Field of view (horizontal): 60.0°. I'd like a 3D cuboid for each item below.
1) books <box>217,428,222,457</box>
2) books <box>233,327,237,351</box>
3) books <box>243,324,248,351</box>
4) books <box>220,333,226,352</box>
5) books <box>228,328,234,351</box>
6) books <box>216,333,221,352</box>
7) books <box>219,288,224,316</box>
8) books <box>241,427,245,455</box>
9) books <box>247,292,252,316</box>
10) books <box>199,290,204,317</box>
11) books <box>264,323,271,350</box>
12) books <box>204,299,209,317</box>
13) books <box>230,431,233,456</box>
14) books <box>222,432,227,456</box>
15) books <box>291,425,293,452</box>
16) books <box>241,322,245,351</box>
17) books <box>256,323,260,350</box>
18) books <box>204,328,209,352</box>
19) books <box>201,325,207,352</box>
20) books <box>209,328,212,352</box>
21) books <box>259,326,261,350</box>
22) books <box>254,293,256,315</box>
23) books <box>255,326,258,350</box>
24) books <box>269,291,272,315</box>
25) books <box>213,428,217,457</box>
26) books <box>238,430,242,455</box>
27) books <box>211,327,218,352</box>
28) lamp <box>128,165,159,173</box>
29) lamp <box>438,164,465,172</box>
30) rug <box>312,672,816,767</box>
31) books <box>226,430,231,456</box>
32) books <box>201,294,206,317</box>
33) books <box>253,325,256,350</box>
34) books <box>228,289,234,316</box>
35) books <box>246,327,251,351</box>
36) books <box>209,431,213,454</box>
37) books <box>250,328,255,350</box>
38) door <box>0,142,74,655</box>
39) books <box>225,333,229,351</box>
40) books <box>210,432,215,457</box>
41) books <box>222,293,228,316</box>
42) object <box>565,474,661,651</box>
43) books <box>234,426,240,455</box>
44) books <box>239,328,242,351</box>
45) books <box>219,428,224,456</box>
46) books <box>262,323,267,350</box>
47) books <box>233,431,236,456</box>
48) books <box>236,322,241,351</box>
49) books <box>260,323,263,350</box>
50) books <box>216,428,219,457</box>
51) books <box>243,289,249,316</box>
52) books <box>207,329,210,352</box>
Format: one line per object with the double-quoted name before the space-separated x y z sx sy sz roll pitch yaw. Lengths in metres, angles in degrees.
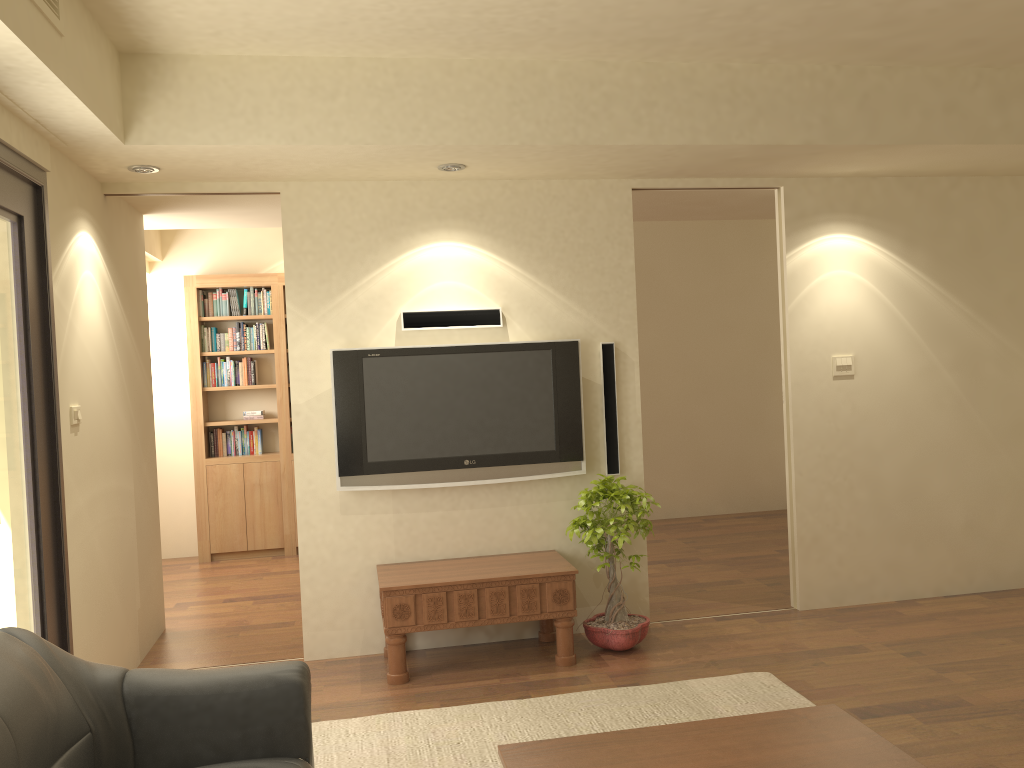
"books" -2.559 0.508 7.782 0.016 0.243 0.158 -3 1 -10
"books" -2.416 -0.387 7.761 0.026 0.211 0.156 -3 1 -10
"books" -2.332 -0.405 7.785 0.026 0.237 0.139 -3 1 -10
"books" -2.523 -0.359 7.766 0.036 0.165 0.111 -3 1 -10
"books" -2.447 -0.383 7.753 0.036 0.206 0.162 -3 1 -10
"books" -2.559 -0.358 7.759 0.036 0.165 0.111 -3 1 -10
"books" -2.524 -0.705 7.729 0.019 0.255 0.145 -3 1 -10
"books" -2.365 0.501 7.827 0.026 0.237 0.139 -3 1 -10
"books" -2.292 -0.695 7.766 0.026 0.211 0.156 -3 1 -10
"books" -2.690 -0.688 7.694 0.026 0.237 0.156 -3 1 -10
"books" -2.152 -0.416 7.813 0.035 0.242 0.148 -3 1 -10
"books" -2.650 -0.654 7.725 0.036 0.165 0.111 -3 1 -10
"books" -2.458 0.517 7.796 0.013 0.215 0.168 -3 1 -10
"books" -2.518 0.526 7.795 0.032 0.202 0.150 -3 1 -10
"books" -1.937 0.481 7.846 0.017 0.235 0.157 -3 1 -10
"books" -2.356 -0.413 7.777 0.019 0.255 0.145 -3 1 -10
"books" -2.225 -0.413 7.795 0.016 0.243 0.158 -3 1 -10
"books" -2.649 -0.378 7.714 0.026 0.215 0.167 -3 1 -10
"books" -2.677 -0.387 7.714 0.026 0.237 0.156 -3 1 -10
"books" -2.616 -0.379 7.719 0.013 0.215 0.168 -3 1 -10
"books" -2.213 -0.400 7.813 0.011 0.215 0.127 -3 1 -10
"books" -2.247 -0.692 7.781 0.011 0.200 0.143 -3 1 -10
"books" -2.237 -0.398 7.788 0.009 0.215 0.168 -3 1 -10
"books" -2.106 -0.706 7.795 0.026 0.215 0.167 -3 1 -10
"books" -2.592 0.510 7.780 0.019 0.242 0.152 -3 1 -10
"books" -2.389 0.516 7.815 0.026 0.211 0.156 -3 1 -10
"books" -2.596 -0.382 7.745 0.036 0.218 0.124 -3 1 -10
"lamp" -1.801 -1.068 4.331 0.143 0.059 0.143 -3 1 -5
"lamp" -0.315 -1.142 4.601 0.143 0.059 0.143 -3 1 -5
"rug" 0.360 1.493 2.384 2.482 0.011 3.592 -3 1 -10
"books" -2.486 0.517 7.813 0.036 0.218 0.124 -3 1 -10
"books" -2.670 -0.673 7.692 0.010 0.206 0.167 -3 1 -10
"books" -2.250 -0.402 7.786 0.014 0.224 0.168 -3 1 -10
"books" -2.442 -0.702 7.743 0.043 0.242 0.148 -3 1 -10
"books" -2.303 -0.391 7.779 0.026 0.207 0.163 -3 1 -10
"books" -2.636 0.526 7.785 0.011 0.215 0.127 -3 1 -10
"books" -2.275 -0.390 7.790 0.032 0.202 0.150 -3 1 -10
"door" -1.866 0.315 3.276 0.118 2.420 1.011 -3 1 -10
"books" -2.487 -0.361 7.772 0.036 0.165 0.111 -3 1 -10
"books" -2.613 0.529 7.771 0.026 0.207 0.163 -3 1 -10
"books" -2.492 -0.682 7.727 0.036 0.206 0.162 -3 1 -10
"object" 0.561 0.951 4.814 0.565 0.957 0.528 -2 1 32
"books" -2.416 0.495 7.810 0.026 0.254 0.154 -3 1 -10
"books" -2.371 -0.384 7.777 0.011 0.200 0.143 -3 1 -10
"books" -2.542 0.511 7.786 0.017 0.235 0.157 -3 1 -10
"books" -2.178 -0.415 7.807 0.019 0.242 0.152 -3 1 -10
"books" -2.432 0.516 7.801 0.009 0.215 0.168 -3 1 -10
"books" -2.390 -0.410 7.767 0.026 0.254 0.154 -3 1 -10
"books" -2.196 -0.410 7.801 0.017 0.235 0.157 -3 1 -10
"books" -2.576 0.509 7.785 0.015 0.242 0.148 -3 1 -10
"books" -2.329 -0.707 7.768 0.047 0.238 0.139 -3 1 -10
"books" -2.630 -0.372 7.721 0.011 0.202 0.158 -3 1 -10
